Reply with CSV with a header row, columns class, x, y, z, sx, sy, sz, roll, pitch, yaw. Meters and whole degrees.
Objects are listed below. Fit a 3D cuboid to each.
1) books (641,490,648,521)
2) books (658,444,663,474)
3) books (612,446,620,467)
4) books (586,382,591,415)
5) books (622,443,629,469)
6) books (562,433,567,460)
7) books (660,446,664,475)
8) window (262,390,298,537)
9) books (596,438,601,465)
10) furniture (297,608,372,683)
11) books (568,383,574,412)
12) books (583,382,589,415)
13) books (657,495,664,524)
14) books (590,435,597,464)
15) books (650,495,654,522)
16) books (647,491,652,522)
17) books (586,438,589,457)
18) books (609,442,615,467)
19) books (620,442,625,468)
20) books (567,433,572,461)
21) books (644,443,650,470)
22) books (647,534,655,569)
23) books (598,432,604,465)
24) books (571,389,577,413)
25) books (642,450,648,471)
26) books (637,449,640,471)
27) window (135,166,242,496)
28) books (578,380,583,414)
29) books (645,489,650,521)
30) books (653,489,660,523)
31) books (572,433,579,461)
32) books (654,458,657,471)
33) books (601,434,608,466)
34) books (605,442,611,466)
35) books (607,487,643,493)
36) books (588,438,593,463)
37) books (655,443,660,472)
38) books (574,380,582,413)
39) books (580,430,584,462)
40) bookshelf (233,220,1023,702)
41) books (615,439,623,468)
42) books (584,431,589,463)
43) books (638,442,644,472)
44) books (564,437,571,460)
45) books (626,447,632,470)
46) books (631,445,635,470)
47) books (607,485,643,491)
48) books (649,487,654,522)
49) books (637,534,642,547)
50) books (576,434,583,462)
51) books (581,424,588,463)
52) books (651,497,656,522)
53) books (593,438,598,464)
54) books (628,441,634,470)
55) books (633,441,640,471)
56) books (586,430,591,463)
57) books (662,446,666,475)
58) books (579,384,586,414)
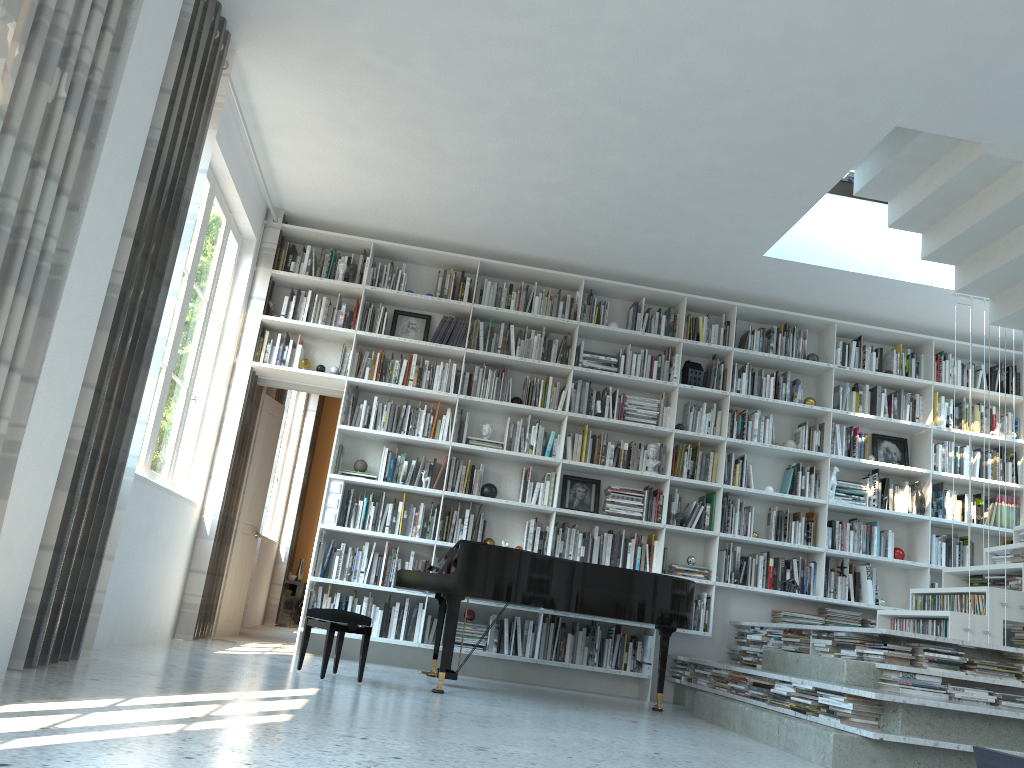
class,x,y,z,sx,sy,sz,roll,pitch,yaw
books,1.012,0.959,6.867,0.012,0.253,0.161,9,-14,-5
books,1.148,0.614,6.963,0.014,0.265,0.154,9,-14,-5
books,0.796,0.594,6.940,0.050,0.198,0.146,9,-14,-5
books,0.587,0.146,7.007,0.011,0.299,0.180,9,-14,-5
books,0.862,0.586,6.924,0.029,0.223,0.186,9,-14,-5
books,0.397,0.513,6.916,0.011,0.234,0.142,9,-14,-5
books,1.160,0.622,6.975,0.014,0.260,0.137,9,-14,-5
window,-2.496,0.580,9.287,0.073,2.003,1.988,9,-14,-5
books,0.657,0.552,6.927,0.025,0.235,0.137,9,-14,-5
furniture,-0.968,1.410,4.835,0.240,0.352,0.468,16,-17,-29
books,0.448,0.140,6.991,0.026,0.266,0.171,9,-14,-5
books,0.567,0.148,7.012,0.029,0.294,0.151,9,-14,-5
books,1.123,0.985,6.859,0.034,0.228,0.200,9,-14,-5
books,0.619,0.537,6.939,0.028,0.258,0.135,9,-14,-5
books,1.066,0.982,6.883,0.013,0.232,0.134,9,-14,-5
books,1.045,0.965,6.878,0.013,0.255,0.163,9,-14,-5
books,0.567,0.533,6.922,0.010,0.244,0.150,9,-14,-5
books,0.759,0.577,6.927,0.030,0.214,0.169,9,-14,-5
books,0.843,0.581,6.934,0.010,0.233,0.175,9,-14,-5
books,0.449,0.514,6.908,0.042,0.241,0.162,9,-14,-5
books,1.051,0.604,6.970,0.014,0.262,0.135,9,-14,-5
books,1.055,1.304,6.800,0.011,0.299,0.149,9,-14,-5
books,0.680,0.530,6.927,0.013,0.283,0.177,9,-14,-5
books,0.470,0.166,7.004,0.027,0.227,0.147,9,-14,-5
books,1.024,0.628,6.952,0.035,0.201,0.149,9,-14,-5
books,0.972,0.619,6.956,0.022,0.206,0.114,9,-14,-5
window,-2.028,-0.374,5.452,0.073,2.003,1.988,9,-14,-5
books,0.521,0.134,7.019,0.014,0.312,0.134,9,-14,-5
books,1.025,0.957,6.866,0.011,0.260,0.184,9,-14,-5
books,1.104,0.960,6.873,0.011,0.279,0.186,9,-14,-5
books,0.482,0.519,6.920,0.026,0.247,0.139,9,-14,-5
books,1.103,0.612,6.964,0.025,0.259,0.131,9,-14,-5
books,0.701,0.538,6.913,0.028,0.267,0.190,9,-14,-5
books,0.732,0.572,6.924,0.024,0.216,0.175,9,-14,-5
books,0.873,0.831,6.884,0.254,0.012,0.161,10,-15,-8
books,0.592,0.547,6.927,0.024,0.228,0.148,9,-14,-5
books,1.128,0.609,6.979,0.025,0.278,0.108,9,-14,-5
books,0.503,0.134,6.997,0.026,0.296,0.179,9,-14,-5
books,0.530,0.511,6.934,0.010,0.283,0.137,9,-14,-5
bookshelf,0.962,0.789,6.841,6.298,3.133,0.331,9,-14,-5
books,0.832,0.568,6.940,0.014,0.258,0.162,9,-14,-5
books,0.560,0.513,6.892,0.015,0.266,0.189,9,-14,-5
books,0.999,0.596,6.958,0.024,0.258,0.127,9,-14,-5
books,0.430,0.525,6.891,0.053,0.208,0.156,9,-14,-5
books,0.889,0.602,6.926,0.029,0.200,0.179,9,-14,-5
books,0.926,0.601,6.958,0.025,0.229,0.143,9,-14,-5
books,0.875,0.819,6.884,0.254,0.012,0.161,8,-15,-1
books,1.059,0.952,6.882,0.011,0.287,0.152,9,-14,-5
books,0.964,1.300,6.800,0.010,0.283,0.132,9,-14,-5
books,0.509,0.526,6.916,0.029,0.239,0.156,9,-14,-5
books,0.550,0.486,6.898,0.014,0.316,0.188,9,-14,-5
books,1.082,0.991,6.881,0.021,0.217,0.132,9,-14,-5
books,0.639,0.551,6.917,0.012,0.227,0.170,9,-14,-5
books,0.913,0.582,6.923,0.012,0.244,0.186,9,-14,-5
books,0.955,0.586,6.945,0.025,0.258,0.151,9,-14,-5
books,0.582,0.513,6.910,0.010,0.280,0.171,9,-14,-5
books,1.177,0.625,6.984,0.023,0.264,0.107,9,-14,-5
books,0.540,0.153,6.989,0.025,0.265,0.185,9,-14,-5
